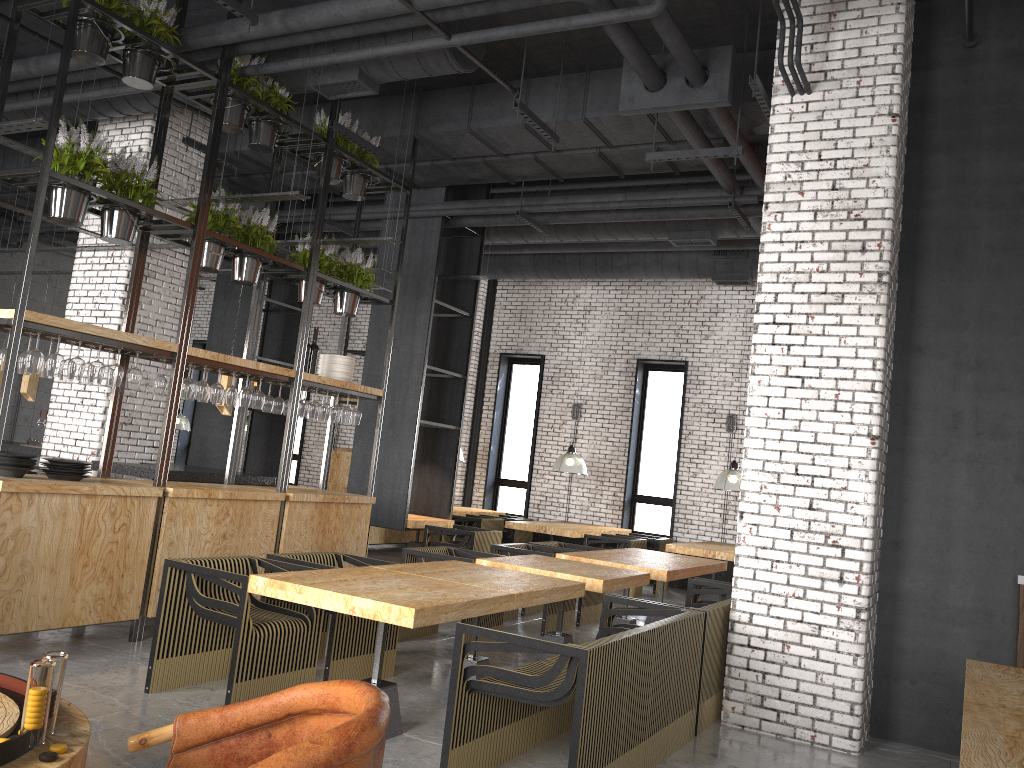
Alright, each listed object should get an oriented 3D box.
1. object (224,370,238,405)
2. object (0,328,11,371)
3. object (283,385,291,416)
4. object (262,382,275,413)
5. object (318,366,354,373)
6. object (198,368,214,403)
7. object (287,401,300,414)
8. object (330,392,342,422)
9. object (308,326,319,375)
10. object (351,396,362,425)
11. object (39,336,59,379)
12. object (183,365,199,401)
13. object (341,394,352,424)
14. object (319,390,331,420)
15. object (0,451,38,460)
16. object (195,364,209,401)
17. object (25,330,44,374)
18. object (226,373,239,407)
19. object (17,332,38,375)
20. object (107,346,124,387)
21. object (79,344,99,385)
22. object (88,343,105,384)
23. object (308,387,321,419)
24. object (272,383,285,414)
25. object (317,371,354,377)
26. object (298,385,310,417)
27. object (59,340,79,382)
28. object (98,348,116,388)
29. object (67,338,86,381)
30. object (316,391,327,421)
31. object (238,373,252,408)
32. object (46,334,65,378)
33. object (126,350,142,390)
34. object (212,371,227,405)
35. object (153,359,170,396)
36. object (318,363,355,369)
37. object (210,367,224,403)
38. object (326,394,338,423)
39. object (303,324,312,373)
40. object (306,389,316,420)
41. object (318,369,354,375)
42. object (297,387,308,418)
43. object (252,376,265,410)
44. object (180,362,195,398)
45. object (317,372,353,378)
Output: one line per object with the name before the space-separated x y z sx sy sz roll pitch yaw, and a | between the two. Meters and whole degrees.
object | -2.153 0.027 6.823 0.101 0.268 0.100 1 -9 42
object | -3.150 -0.212 5.533 0.101 0.268 0.101 7 -7 -8
object | -1.957 0.146 7.815 0.101 0.268 0.101 7 -7 -8
object | -2.079 0.110 7.582 0.101 0.268 0.101 10 -7 -25
object | -1.624 -0.122 8.189 0.334 0.040 0.334 11 -7 -40
object | -2.406 0.012 6.958 0.101 0.268 0.100 1 -9 42
object | -1.827 0.125 7.448 0.101 0.268 0.101 10 -7 -25
object | -1.570 0.202 7.939 0.101 0.268 0.101 7 -7 -8
object | -1.771 -0.285 7.899 0.098 0.472 0.098 8 -7 -9
object | -1.435 0.243 8.197 0.101 0.268 0.101 7 -7 -8
object | -3.020 -0.173 5.783 0.101 0.268 0.101 7 -7 -8
object | -2.473 -0.009 6.829 0.101 0.268 0.100 1 -9 42
object | -1.502 0.223 8.068 0.101 0.268 0.101 7 -7 -8
object | -1.637 0.182 7.810 0.101 0.268 0.101 7 -7 -8
object | -3.061 0.460 5.451 0.257 0.076 0.256 9 -6 -24
object | -2.288 -0.013 6.565 0.101 0.268 0.100 1 -9 42
object | -2.898 -0.197 5.399 0.101 0.268 0.101 7 -7 -8
object | -2.271 0.052 7.216 0.101 0.268 0.100 1 -9 42
object | -3.087 -0.193 5.654 0.101 0.268 0.101 7 -7 -8
object | -2.632 -0.117 5.907 0.101 0.268 0.101 7 -7 -8
object | -2.885 -0.132 6.041 0.101 0.268 0.101 7 -7 -8
object | -2.700 -0.137 5.778 0.101 0.268 0.101 7 -7 -8
object | -1.705 0.162 7.681 0.101 0.268 0.101 7 -7 -8
object | -2.020 0.127 7.694 0.101 0.268 0.101 10 -7 -25
object | -1.629 -0.083 8.184 0.334 0.040 0.334 7 -6 -8
object | -1.768 0.143 7.560 0.101 0.268 0.101 10 -7 -25
object | -2.952 -0.153 5.912 0.101 0.268 0.101 7 -7 -8
object | -2.817 -0.112 6.170 0.101 0.268 0.101 10 -8 -31
object | -2.767 -0.157 5.649 0.101 0.268 0.101 7 -7 -8
object | -1.755 0.207 8.202 0.101 0.268 0.101 7 -7 -8
object | -2.086 0.047 6.952 0.101 0.268 0.100 1 -9 42
object | -2.835 -0.178 5.520 0.101 0.268 0.101 7 -7 -8
object | -2.565 -0.097 6.036 0.101 0.268 0.101 10 -8 -31
object | -2.338 0.032 7.087 0.101 0.268 0.100 1 -9 42
object | -2.604 -0.048 6.578 0.101 0.268 0.100 1 -9 42
object | -1.621 -0.157 8.193 0.335 0.043 0.333 5 -6 12
object | -2.221 0.007 6.694 0.101 0.268 0.100 1 -9 42
object | -1.687 0.228 8.331 0.101 0.268 0.101 7 -7 -8
object | -1.820 -0.300 7.804 0.098 0.472 0.098 8 -7 -9
object | -1.822 0.187 8.073 0.101 0.268 0.101 7 -7 -8
object | -1.628 -0.103 8.187 0.334 0.039 0.334 7 -6 -5
object | -1.890 0.167 7.944 0.101 0.268 0.101 7 -7 -8
object | -2.018 0.068 7.081 0.101 0.268 0.100 1 -9 42
object | -2.351 -0.032 6.444 0.101 0.268 0.100 1 -9 42
object | -1.631 -0.064 8.183 0.334 0.037 0.334 7 -6 -6
